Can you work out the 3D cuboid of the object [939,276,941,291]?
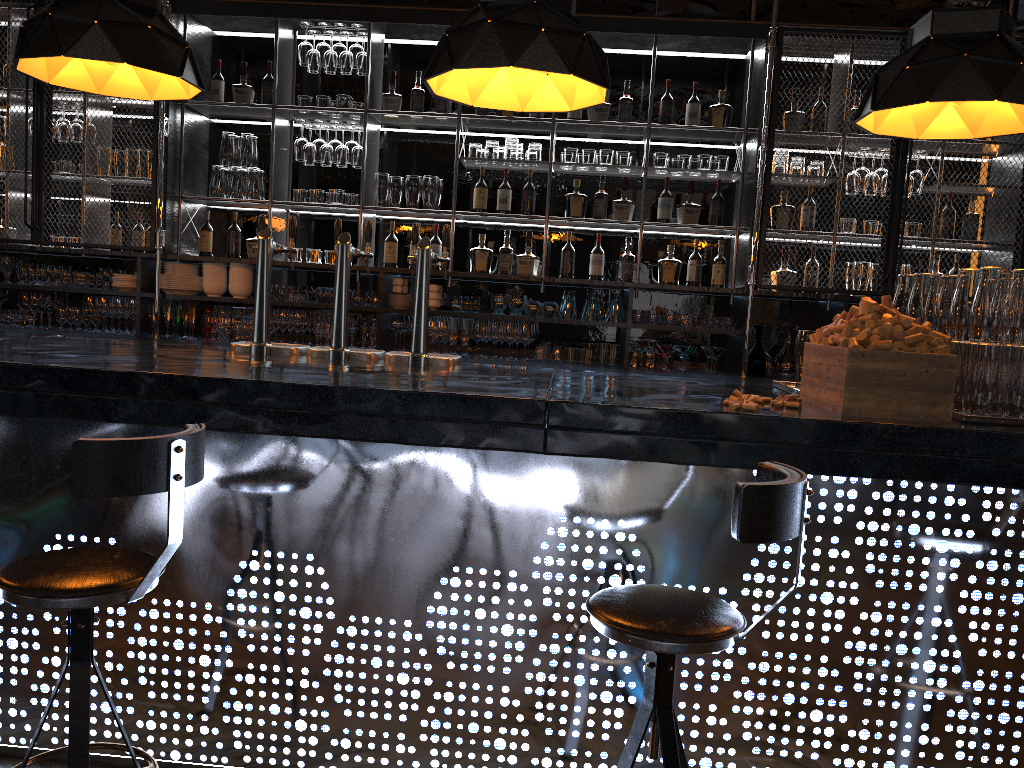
[{"bbox_3d":[1.457,-0.259,3.016,0.105,0.209,0.105,6,6,28],"label":"object"}]

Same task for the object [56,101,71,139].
[{"bbox_3d":[-2.796,-1.645,5.530,0.081,0.213,0.081,4,5,9],"label":"object"}]

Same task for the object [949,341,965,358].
[{"bbox_3d":[1.319,-0.025,2.647,0.105,0.209,0.105,6,6,28],"label":"object"}]

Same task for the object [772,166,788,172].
[{"bbox_3d":[1.595,-1.307,5.264,0.089,0.092,0.089,6,6,29],"label":"object"}]

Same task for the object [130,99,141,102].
[{"bbox_3d":[-2.362,-1.903,5.559,0.073,0.246,0.072,3,5,-11],"label":"object"}]

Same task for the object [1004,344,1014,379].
[{"bbox_3d":[1.420,-0.008,2.529,0.105,0.209,0.105,6,6,28],"label":"object"}]

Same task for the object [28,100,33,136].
[{"bbox_3d":[-2.977,-1.658,5.541,0.081,0.213,0.081,4,5,9],"label":"object"}]

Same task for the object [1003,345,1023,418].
[{"bbox_3d":[1.403,0.001,2.421,0.105,0.209,0.105,6,6,28],"label":"object"}]

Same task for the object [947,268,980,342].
[{"bbox_3d":[1.327,-0.228,2.571,0.105,0.209,0.105,6,6,28],"label":"object"}]

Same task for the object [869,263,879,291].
[{"bbox_3d":[2.199,-0.616,5.331,0.105,0.209,0.105,3,5,-11],"label":"object"}]

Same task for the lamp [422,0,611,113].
[{"bbox_3d":[0.067,-1.703,2.745,0.582,1.564,0.607,4,5,4],"label":"lamp"}]

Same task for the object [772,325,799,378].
[{"bbox_3d":[1.664,-0.193,5.345,0.170,0.313,0.170,3,5,-2],"label":"object"}]

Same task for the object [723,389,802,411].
[{"bbox_3d":[0.693,0.047,2.487,0.198,0.045,0.377,8,7,42],"label":"object"}]

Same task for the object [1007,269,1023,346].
[{"bbox_3d":[1.419,-0.211,2.454,0.105,0.209,0.105,6,6,28],"label":"object"}]

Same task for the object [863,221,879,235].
[{"bbox_3d":[2.145,-0.927,5.308,0.089,0.092,0.089,4,5,4],"label":"object"}]

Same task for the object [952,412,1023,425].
[{"bbox_3d":[1.355,0.083,2.558,0.273,0.019,0.437,4,5,4],"label":"object"}]

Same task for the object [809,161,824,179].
[{"bbox_3d":[1.808,-1.271,5.265,0.089,0.092,0.089,0,6,-36],"label":"object"}]

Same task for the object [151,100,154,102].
[{"bbox_3d":[-2.217,-1.893,5.550,0.073,0.246,0.072,5,5,19],"label":"object"}]

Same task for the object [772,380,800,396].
[{"bbox_3d":[1.071,0.023,3.024,0.273,0.019,0.437,4,5,4],"label":"object"}]

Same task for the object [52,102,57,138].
[{"bbox_3d":[-2.882,-1.651,5.535,0.081,0.213,0.081,4,5,9],"label":"object"}]

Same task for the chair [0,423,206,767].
[{"bbox_3d":[-0.888,0.630,1.868,0.476,1.108,0.419,5,5,18],"label":"chair"}]

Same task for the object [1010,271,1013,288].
[{"bbox_3d":[1.439,-0.220,2.570,0.105,0.209,0.105,6,6,28],"label":"object"}]

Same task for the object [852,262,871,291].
[{"bbox_3d":[2.075,-0.619,5.276,0.105,0.209,0.105,3,5,-11],"label":"object"}]

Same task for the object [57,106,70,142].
[{"bbox_3d":[-2.872,-1.663,5.679,0.081,0.213,0.081,4,5,9],"label":"object"}]

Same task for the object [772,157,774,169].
[{"bbox_3d":[1.628,-1.343,5.403,0.089,0.092,0.089,3,5,-12],"label":"object"}]

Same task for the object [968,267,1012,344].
[{"bbox_3d":[1.328,-0.217,2.455,0.105,0.209,0.105,6,6,28],"label":"object"}]

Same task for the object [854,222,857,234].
[{"bbox_3d":[2.034,-0.939,5.359,0.089,0.092,0.089,1,6,-29],"label":"object"}]

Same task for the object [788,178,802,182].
[{"bbox_3d":[1.743,-1.291,5.438,0.089,0.092,0.089,0,6,-36],"label":"object"}]

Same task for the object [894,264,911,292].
[{"bbox_3d":[2.303,-0.604,5.265,0.105,0.209,0.105,3,5,-11],"label":"object"}]

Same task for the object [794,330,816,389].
[{"bbox_3d":[1.050,-0.083,3.133,0.105,0.209,0.105,6,6,28],"label":"object"}]

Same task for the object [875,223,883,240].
[{"bbox_3d":[2.223,-0.932,5.415,0.089,0.092,0.089,2,5,-21],"label":"object"}]

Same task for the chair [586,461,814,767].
[{"bbox_3d":[0.327,0.709,1.841,0.476,1.108,0.419,5,5,18],"label":"chair"}]

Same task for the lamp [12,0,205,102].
[{"bbox_3d":[-1.315,-1.808,2.948,0.582,1.564,0.607,4,5,4],"label":"lamp"}]

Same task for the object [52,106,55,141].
[{"bbox_3d":[-2.968,-1.670,5.685,0.081,0.213,0.081,4,5,9],"label":"object"}]

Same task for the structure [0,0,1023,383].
[{"bbox_3d":[-0.361,-0.875,5.324,6.750,3.553,1.143,4,5,4],"label":"structure"}]

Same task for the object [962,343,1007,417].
[{"bbox_3d":[1.291,-0.006,2.415,0.105,0.209,0.105,6,6,28],"label":"object"}]

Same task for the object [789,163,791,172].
[{"bbox_3d":[1.744,-1.311,5.437,0.089,0.092,0.089,3,5,-11],"label":"object"}]

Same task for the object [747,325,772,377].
[{"bbox_3d":[1.487,-0.203,5.356,0.186,0.307,0.186,4,5,9],"label":"object"}]

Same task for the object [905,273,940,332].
[{"bbox_3d":[1.346,-0.256,2.901,0.105,0.209,0.105,6,6,28],"label":"object"}]

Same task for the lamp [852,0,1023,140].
[{"bbox_3d":[1.464,-1.617,2.778,0.582,1.564,0.607,4,5,4],"label":"lamp"}]

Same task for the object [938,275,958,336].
[{"bbox_3d":[1.437,-0.250,2.900,0.105,0.209,0.105,6,6,28],"label":"object"}]

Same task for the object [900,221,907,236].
[{"bbox_3d":[2.284,-0.912,5.239,0.089,0.092,0.089,3,5,-12],"label":"object"}]

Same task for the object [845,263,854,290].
[{"bbox_3d":[2.076,-0.630,5.391,0.105,0.209,0.105,3,5,-11],"label":"object"}]

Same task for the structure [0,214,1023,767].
[{"bbox_3d":[-0.884,0.242,2.963,6.009,1.685,1.214,4,5,4],"label":"structure"}]

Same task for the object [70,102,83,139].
[{"bbox_3d":[-2.706,-1.639,5.525,0.081,0.213,0.081,4,5,9],"label":"object"}]

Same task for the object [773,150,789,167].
[{"bbox_3d":[1.597,-1.333,5.261,0.089,0.092,0.089,6,6,29],"label":"object"}]

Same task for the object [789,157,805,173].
[{"bbox_3d":[1.701,-1.300,5.282,0.089,0.092,0.089,6,6,29],"label":"object"}]

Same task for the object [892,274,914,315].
[{"bbox_3d":[1.345,-0.266,3.017,0.105,0.209,0.105,6,6,28],"label":"object"}]

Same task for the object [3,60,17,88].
[{"bbox_3d":[-3.173,-1.972,5.611,0.075,0.261,0.075,0,6,-37],"label":"object"}]

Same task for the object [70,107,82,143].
[{"bbox_3d":[-2.786,-1.657,5.673,0.081,0.213,0.081,4,5,9],"label":"object"}]

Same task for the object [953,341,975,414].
[{"bbox_3d":[1.311,-0.015,2.529,0.105,0.209,0.105,6,6,28],"label":"object"}]

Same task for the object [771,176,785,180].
[{"bbox_3d":[1.625,-1.295,5.408,0.089,0.092,0.089,6,6,27],"label":"object"}]

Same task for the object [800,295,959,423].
[{"bbox_3d":[1.058,-0.088,2.548,0.340,0.332,0.464,4,5,7],"label":"object"}]

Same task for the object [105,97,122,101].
[{"bbox_3d":[-2.499,-1.910,5.569,0.108,0.244,0.108,3,5,-8],"label":"object"}]
